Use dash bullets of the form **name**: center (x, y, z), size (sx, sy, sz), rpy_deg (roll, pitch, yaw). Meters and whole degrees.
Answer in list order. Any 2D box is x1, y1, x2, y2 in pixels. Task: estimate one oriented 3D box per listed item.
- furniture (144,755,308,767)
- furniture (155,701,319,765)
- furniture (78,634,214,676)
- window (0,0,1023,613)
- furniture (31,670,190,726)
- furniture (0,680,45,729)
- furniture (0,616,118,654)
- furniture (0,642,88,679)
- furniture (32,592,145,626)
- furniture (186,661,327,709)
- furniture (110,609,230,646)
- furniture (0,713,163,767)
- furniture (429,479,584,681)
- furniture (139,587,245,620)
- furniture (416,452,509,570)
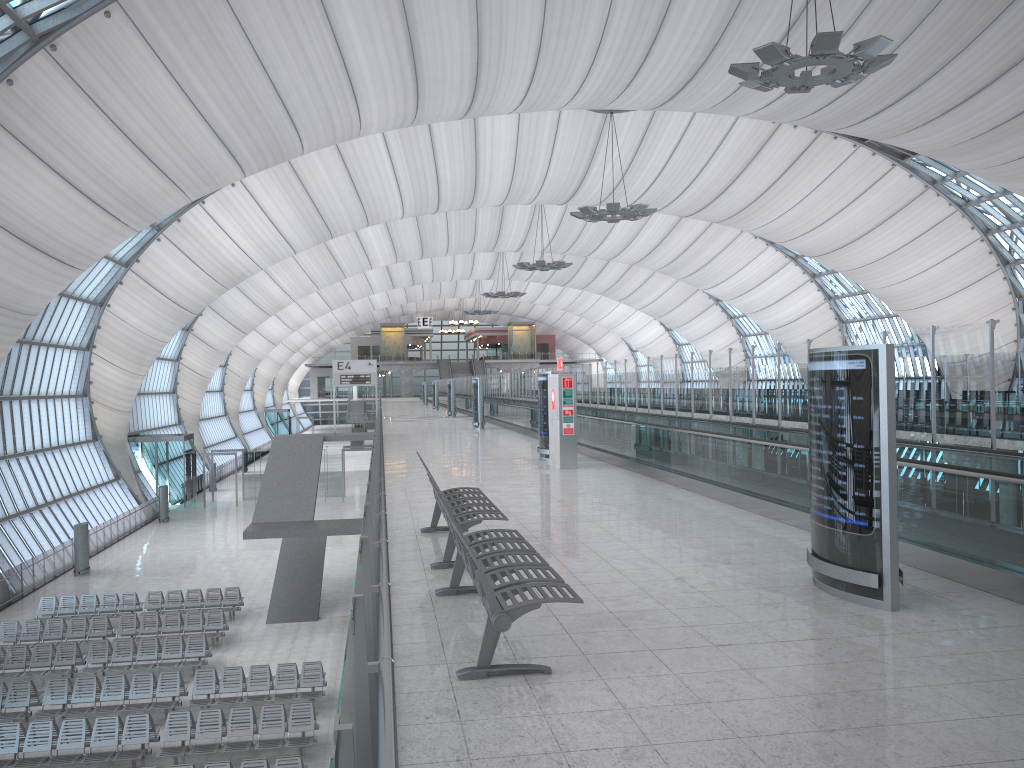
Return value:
- **furniture**: center (-4.542, 6.297, 13.679), size (2.705, 0.913, 1.572), rpy_deg (-1, 0, -8)
- **furniture**: center (-4.894, 6.302, 16.055), size (2.705, 0.913, 1.572), rpy_deg (-1, 0, -8)
- **furniture**: center (-8.452, 6.368, 20.655), size (2.705, 0.913, 1.572), rpy_deg (-1, 0, -8)
- **window**: center (-0.617, -3.260, 77.534), size (50.537, 20.004, 167.818), rpy_deg (-1, 0, -8)
- **furniture**: center (-8.060, 6.363, 18.013), size (2.705, 0.913, 1.572), rpy_deg (-1, 0, -8)
- **furniture**: center (-10.875, 6.420, 17.596), size (2.705, 0.913, 1.572), rpy_deg (-1, 0, -8)
- **furniture**: center (-11.610, 6.430, 22.561), size (2.705, 0.913, 1.572), rpy_deg (-1, 0, -8)
- **furniture**: center (-11.266, 6.425, 20.238), size (2.705, 0.913, 1.572), rpy_deg (-1, 0, -8)
- **furniture**: center (-11.998, 6.435, 25.174), size (2.705, 0.913, 1.572), rpy_deg (-1, 0, -8)
- **furniture**: center (-5.246, 6.306, 18.430), size (2.705, 0.913, 1.572), rpy_deg (-1, 0, -8)
- **furniture**: center (-8.796, 6.373, 22.979), size (2.705, 0.913, 1.572), rpy_deg (-1, 0, -8)
- **furniture**: center (-7.708, 6.358, 15.638), size (2.705, 0.913, 1.572), rpy_deg (-1, 0, -8)
- **furniture**: center (-0.136, 1.206, 6.034), size (0.713, 0.902, 2.520), rpy_deg (-1, 0, -8)
- **furniture**: center (-9.183, 6.378, 25.591), size (2.705, 0.913, 1.572), rpy_deg (-1, 0, -8)
- **furniture**: center (-0.562, 1.212, 9.026), size (0.713, 0.902, 2.520), rpy_deg (-1, 0, -8)
